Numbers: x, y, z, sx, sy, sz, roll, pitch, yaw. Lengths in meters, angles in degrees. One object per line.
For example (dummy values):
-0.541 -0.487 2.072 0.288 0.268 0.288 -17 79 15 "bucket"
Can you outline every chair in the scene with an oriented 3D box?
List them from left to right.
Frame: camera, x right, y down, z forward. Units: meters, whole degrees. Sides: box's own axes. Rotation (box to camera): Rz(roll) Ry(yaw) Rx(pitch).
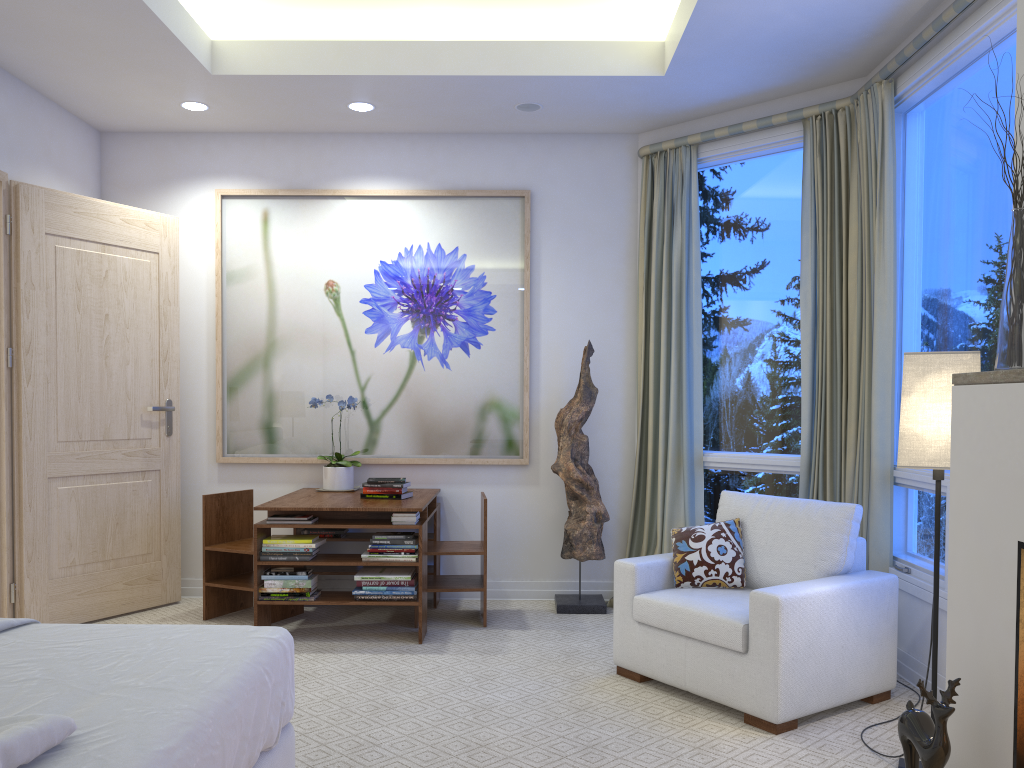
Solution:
-1.272 0.845 4.369 0.340 0.611 0.340 1 1 25 "chair"
-0.301 0.850 4.338 0.340 0.611 0.340 0 1 -5 "chair"
0.888 0.784 3.322 0.687 0.707 0.806 0 0 -35 "chair"

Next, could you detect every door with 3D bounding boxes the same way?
-2.135 0.105 3.853 0.360 2.058 1.782 1 1 18 "door"

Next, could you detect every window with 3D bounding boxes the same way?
1.624 -0.218 3.010 0.206 2.029 1.511 0 1 0 "window"
1.143 -0.259 1.366 0.814 2.027 6.842 0 -1 0 "window"

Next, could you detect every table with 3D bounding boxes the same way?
-0.760 0.852 4.335 0.740 0.601 0.900 0 0 0 "table"

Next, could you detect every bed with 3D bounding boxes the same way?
-1.533 0.673 1.440 2.019 0.816 1.968 0 -1 0 "bed"

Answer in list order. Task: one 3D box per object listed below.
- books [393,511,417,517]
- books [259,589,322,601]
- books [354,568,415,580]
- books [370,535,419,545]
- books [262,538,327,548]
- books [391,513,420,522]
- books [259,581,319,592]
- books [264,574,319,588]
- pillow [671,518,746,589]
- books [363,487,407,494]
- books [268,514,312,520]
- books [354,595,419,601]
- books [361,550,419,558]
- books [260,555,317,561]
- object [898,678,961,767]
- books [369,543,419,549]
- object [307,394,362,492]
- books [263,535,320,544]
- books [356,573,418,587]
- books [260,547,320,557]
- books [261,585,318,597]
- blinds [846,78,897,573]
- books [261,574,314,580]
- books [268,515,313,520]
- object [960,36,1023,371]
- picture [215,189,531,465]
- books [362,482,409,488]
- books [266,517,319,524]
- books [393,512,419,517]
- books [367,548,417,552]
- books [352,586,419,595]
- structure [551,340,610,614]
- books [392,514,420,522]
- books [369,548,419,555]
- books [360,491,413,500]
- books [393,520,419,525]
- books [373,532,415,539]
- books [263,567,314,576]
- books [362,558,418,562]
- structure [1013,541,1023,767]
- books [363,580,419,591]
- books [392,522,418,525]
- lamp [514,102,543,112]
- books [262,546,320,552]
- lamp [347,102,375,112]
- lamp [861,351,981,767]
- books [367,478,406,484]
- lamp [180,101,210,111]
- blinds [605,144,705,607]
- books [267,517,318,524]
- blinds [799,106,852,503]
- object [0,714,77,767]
-0.472 0.578 3.962 0.103 0.013 0.142 0 -1 0 "books"
-0.991 0.947 3.976 0.242 0.019 0.168 0 -1 0 "books"
-0.570 0.857 3.990 0.249 0.022 0.179 0 -1 0 "books"
-0.523 0.702 3.984 0.205 0.026 0.124 0 -1 5 "books"
-0.976 0.715 3.989 0.239 0.019 0.173 0 -1 5 "books"
-0.475 0.596 3.968 0.111 0.022 0.153 0 -1 0 "books"
-0.998 0.908 3.965 0.233 0.023 0.141 0 -1 0 "books"
-0.985 0.881 3.963 0.208 0.036 0.144 0 -1 0 "books"
0.764 0.659 3.460 0.285 0.272 0.187 0 1 10 "pillow"
-0.612 0.511 4.290 0.190 0.031 0.132 0 -1 5 "books"
-0.995 0.598 3.979 0.177 0.009 0.113 0 -1 0 "books"
-0.556 0.943 4.001 0.276 0.032 0.192 0 -1 0 "books"
-0.539 0.763 3.992 0.249 0.015 0.179 0 -1 0 "books"
-1.000 0.771 3.977 0.217 0.020 0.157 0 -1 0 "books"
0.903 0.781 1.925 0.096 0.308 0.179 0 1 -13 "object"
-0.524 0.722 3.984 0.217 0.017 0.137 0 -1 0 "books"
-0.927 0.306 4.640 0.305 0.505 0.215 0 1 0 "object"
-0.990 0.698 3.982 0.217 0.019 0.157 0 -1 0 "books"
-0.559 0.883 3.992 0.257 0.034 0.155 0 -1 0 "books"
-0.995 0.752 3.975 0.234 0.019 0.143 0 -1 0 "books"
-0.997 0.928 3.972 0.217 0.021 0.157 0 -1 0 "books"
1.412 -0.034 3.718 0.266 2.371 0.524 0 2 -7 "blinds"
-1.003 0.856 3.965 0.205 0.019 0.119 0 -1 0 "books"
-0.995 0.598 3.979 0.174 0.008 0.111 0 -1 0 "books"
1.050 -0.376 1.884 0.189 0.694 0.193 1 2 28 "object"
-0.746 -0.303 4.746 1.680 1.462 0.030 0 2 0 "picture"
-0.607 0.487 4.289 0.205 0.020 0.124 0 -1 10 "books"
-0.983 0.610 3.973 0.201 0.015 0.140 0 -1 0 "books"
-0.472 0.578 3.962 0.100 0.012 0.140 0 -1 0 "books"
-0.534 0.738 3.981 0.209 0.015 0.145 0 -1 0 "books"
-0.561 0.921 3.987 0.284 0.018 0.181 0 -1 0 "books"
0.353 0.469 4.579 0.305 1.396 0.263 0 2 1 "structure"
-0.475 0.596 3.968 0.108 0.020 0.151 0 -1 0 "books"
-0.527 0.750 3.979 0.205 0.011 0.148 0 -1 0 "books"
-0.606 0.539 4.299 0.212 0.027 0.154 0 -1 15 "books"
-0.475 0.614 3.963 0.101 0.012 0.140 0 -1 0 "books"
-0.530 0.681 3.982 0.177 0.017 0.113 0 -1 0 "books"
-0.997 0.839 3.963 0.198 0.017 0.114 0 -1 0 "books"
-0.535 0.777 3.988 0.239 0.017 0.173 0 -1 5 "books"
1.272 0.620 1.391 0.475 0.615 0.874 0 0 0 "structure"
-0.535 0.905 3.984 0.234 0.018 0.169 0 -1 5 "books"
-0.475 0.614 3.963 0.103 0.013 0.142 0 -1 0 "books"
0.081 -1.338 4.304 0.137 0.014 0.137 1 -1 -28 "lamp"
-0.991 0.733 3.980 0.222 0.020 0.154 0 -1 0 "books"
-0.734 -1.343 4.310 0.137 0.014 0.137 1 -1 -28 "lamp"
1.329 0.533 3.124 0.276 1.207 1.528 1 0 13 "lamp"
-0.605 0.468 4.286 0.180 0.019 0.125 0 -1 -5 "books"
-1.546 -1.347 4.317 0.137 0.014 0.137 1 -1 -28 "lamp"
0.714 -0.024 4.509 0.642 2.378 0.294 2 2 42 "blinds"
-0.982 0.610 3.973 0.201 0.014 0.136 0 -1 0 "books"
1.367 -0.032 3.906 0.524 2.374 0.269 2 2 44 "blinds"
-0.997 0.713 0.978 0.718 0.467 0.913 0 -1 -3 "object"
